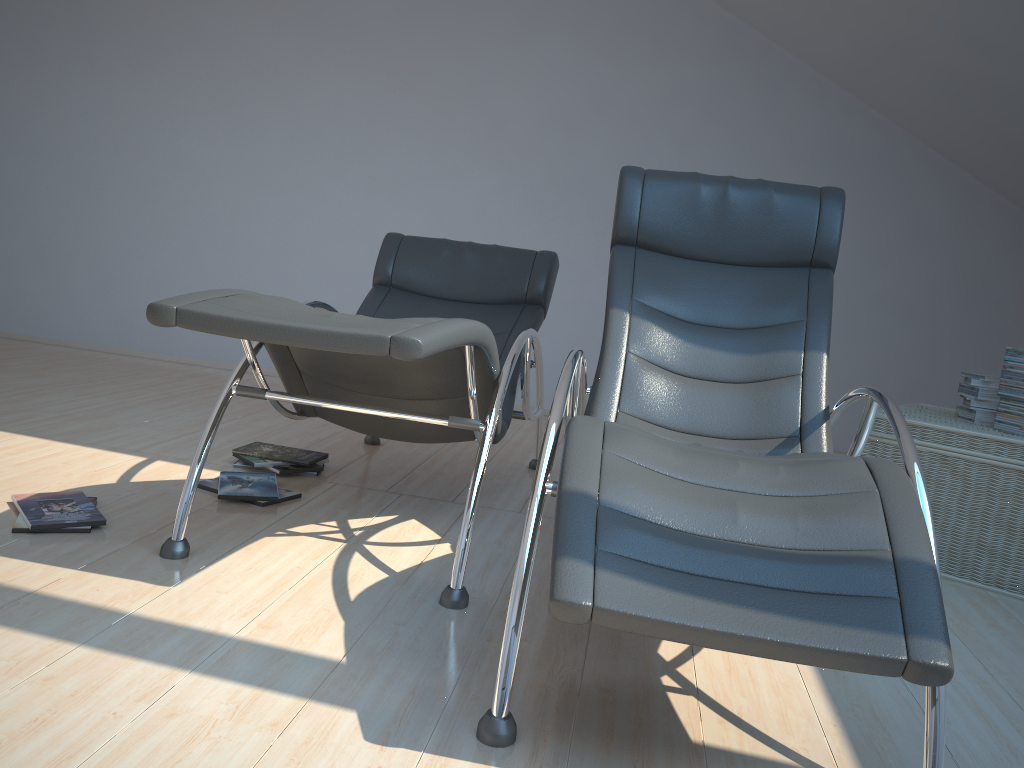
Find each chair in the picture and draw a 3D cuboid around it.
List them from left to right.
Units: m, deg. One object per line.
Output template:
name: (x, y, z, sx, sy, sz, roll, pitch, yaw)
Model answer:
chair: (-0.359, -0.039, 2.935, 0.836, 0.953, 2.114, 8, 7, 8)
chair: (0.539, 0.002, 2.283, 0.836, 1.251, 1.938, 8, 7, 8)

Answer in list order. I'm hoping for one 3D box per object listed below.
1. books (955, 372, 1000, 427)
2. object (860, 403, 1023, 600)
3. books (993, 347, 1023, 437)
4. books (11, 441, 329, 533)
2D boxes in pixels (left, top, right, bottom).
books: (1.742, 0.061, 3.271, 0.162, 0.184, 0.165, 8, 7, 6)
object: (1.733, 0.401, 3.263, 0.745, 0.518, 0.744, 12, 9, 37)
books: (1.779, 0.033, 3.057, 0.149, 0.300, 0.149, 4, 8, -21)
books: (-0.293, 0.551, 1.271, 1.045, 0.222, 4.790, 4, 8, -25)
